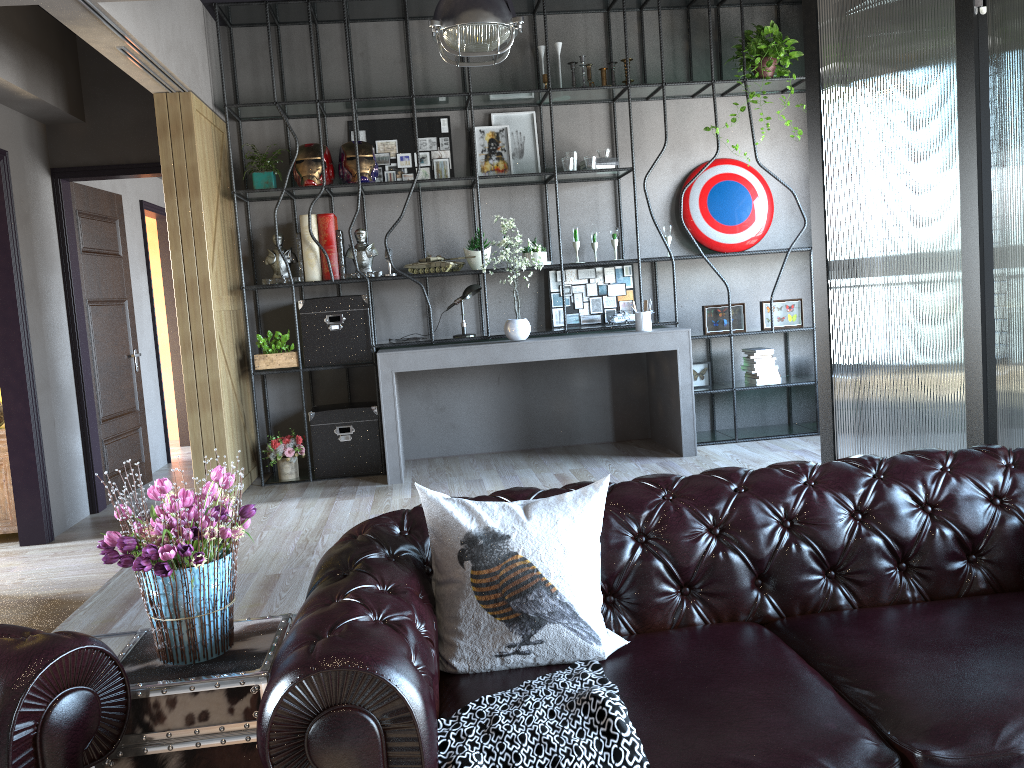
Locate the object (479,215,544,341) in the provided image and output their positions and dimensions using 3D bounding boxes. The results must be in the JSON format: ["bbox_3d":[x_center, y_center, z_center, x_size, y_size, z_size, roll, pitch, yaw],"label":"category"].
[{"bbox_3d":[0.028,-0.723,5.980,0.420,0.851,0.399,0,7,41],"label":"object"}]

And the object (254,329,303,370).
[{"bbox_3d":[-1.638,-0.246,6.189,0.304,0.265,0.181,-5,5,-6],"label":"object"}]

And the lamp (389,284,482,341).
[{"bbox_3d":[-0.552,-0.519,6.467,0.739,0.370,0.205,-2,6,19],"label":"lamp"}]

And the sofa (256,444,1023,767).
[{"bbox_3d":[0.738,0.711,2.340,2.566,0.837,1.241,-5,6,-6],"label":"sofa"}]

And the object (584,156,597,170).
[{"bbox_3d":[0.561,-1.568,6.324,0.092,0.099,0.093,1,7,42],"label":"object"}]

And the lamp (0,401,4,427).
[{"bbox_3d":[-3.526,0.384,6.027,0.291,1.043,0.441,-7,6,-32],"label":"lamp"}]

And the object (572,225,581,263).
[{"bbox_3d":[0.462,-1.008,6.387,0.113,0.274,0.113,-4,5,-2],"label":"object"}]

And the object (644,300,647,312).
[{"bbox_3d":[0.941,-0.488,6.251,0.023,0.204,0.037,-1,6,33],"label":"object"}]

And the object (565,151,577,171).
[{"bbox_3d":[0.435,-1.596,6.413,0.087,0.155,0.087,-4,5,7],"label":"object"}]

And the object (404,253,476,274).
[{"bbox_3d":[-0.509,-0.888,6.415,0.577,0.170,0.207,-1,6,29],"label":"object"}]

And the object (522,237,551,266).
[{"bbox_3d":[0.161,-0.960,6.441,0.235,0.212,0.235,0,7,39],"label":"object"}]

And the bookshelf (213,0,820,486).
[{"bbox_3d":[0.325,-1.110,6.498,4.483,3.278,0.527,-5,5,-6],"label":"bookshelf"}]

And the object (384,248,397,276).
[{"bbox_3d":[-0.868,-0.862,6.265,0.093,0.200,0.093,-5,5,-11],"label":"object"}]

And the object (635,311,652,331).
[{"bbox_3d":[0.920,-0.438,6.217,0.110,0.137,0.110,-4,5,4],"label":"object"}]

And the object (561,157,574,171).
[{"bbox_3d":[0.400,-1.555,6.307,0.092,0.099,0.093,-1,6,32],"label":"object"}]

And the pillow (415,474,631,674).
[{"bbox_3d":[0.027,0.471,2.313,0.528,0.468,0.283,-4,5,-3],"label":"pillow"}]

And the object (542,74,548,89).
[{"bbox_3d":[0.239,-2.136,6.310,0.135,0.128,0.135,-8,6,-33],"label":"object"}]

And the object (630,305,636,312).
[{"bbox_3d":[0.896,-0.473,6.225,0.137,0.190,0.009,-4,5,-3],"label":"object"}]

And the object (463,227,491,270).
[{"bbox_3d":[-0.242,-0.972,6.378,0.193,0.304,0.137,-1,6,28],"label":"object"}]

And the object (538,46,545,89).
[{"bbox_3d":[0.231,-2.292,6.552,0.128,0.390,0.128,-8,6,-37],"label":"object"}]

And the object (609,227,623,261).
[{"bbox_3d":[0.747,-1.022,6.455,0.113,0.246,0.113,-3,5,13],"label":"object"}]

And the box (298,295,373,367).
[{"bbox_3d":[-1.249,-0.391,6.377,0.489,0.480,0.374,-5,5,-6],"label":"box"}]

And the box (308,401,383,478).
[{"bbox_3d":[-1.193,0.389,6.446,0.489,0.480,0.374,-5,5,-6],"label":"box"}]

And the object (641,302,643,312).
[{"bbox_3d":[0.919,-0.495,6.255,0.009,0.167,0.061,-4,5,7],"label":"object"}]

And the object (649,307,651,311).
[{"bbox_3d":[0.943,-0.461,6.207,0.068,0.159,0.009,-3,5,7],"label":"object"}]

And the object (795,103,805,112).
[{"bbox_3d":[2.260,-2.152,6.409,0.444,0.633,0.402,-3,5,13],"label":"object"}]

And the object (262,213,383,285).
[{"bbox_3d":[-1.357,-0.963,6.315,0.833,0.465,0.290,-5,5,-6],"label":"object"}]

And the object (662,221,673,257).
[{"bbox_3d":[1.164,-1.081,6.624,0.113,0.270,0.113,-6,5,-17],"label":"object"}]

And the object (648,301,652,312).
[{"bbox_3d":[0.957,-0.497,6.221,0.062,0.169,0.009,-5,5,-6],"label":"object"}]

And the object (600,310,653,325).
[{"bbox_3d":[0.848,-0.505,6.611,0.379,0.111,0.352,-1,6,27],"label":"object"}]

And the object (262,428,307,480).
[{"bbox_3d":[-1.629,0.494,6.319,0.345,0.362,0.332,-4,5,-2],"label":"object"}]

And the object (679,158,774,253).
[{"bbox_3d":[1.649,-1.367,6.796,0.751,0.738,0.186,-5,5,-5],"label":"object"}]

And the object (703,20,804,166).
[{"bbox_3d":[1.728,-2.062,6.361,0.720,1.024,0.651,-3,5,13],"label":"object"}]

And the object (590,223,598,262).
[{"bbox_3d":[0.622,-1.066,6.702,0.113,0.301,0.113,-3,5,13],"label":"object"}]

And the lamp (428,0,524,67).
[{"bbox_3d":[-0.266,-2.370,4.909,0.534,1.147,0.516,-7,6,-28],"label":"lamp"}]

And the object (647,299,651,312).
[{"bbox_3d":[0.956,-0.506,6.233,0.052,0.185,0.009,-4,5,-4],"label":"object"}]

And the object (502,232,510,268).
[{"bbox_3d":[-0.042,-0.992,6.588,0.113,0.273,0.113,-8,7,-39],"label":"object"}]

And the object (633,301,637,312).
[{"bbox_3d":[0.879,-0.482,6.237,0.046,0.202,0.023,-1,6,30],"label":"object"}]

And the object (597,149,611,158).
[{"bbox_3d":[0.679,-1.695,6.550,0.103,0.068,0.103,-5,6,-13],"label":"object"}]
